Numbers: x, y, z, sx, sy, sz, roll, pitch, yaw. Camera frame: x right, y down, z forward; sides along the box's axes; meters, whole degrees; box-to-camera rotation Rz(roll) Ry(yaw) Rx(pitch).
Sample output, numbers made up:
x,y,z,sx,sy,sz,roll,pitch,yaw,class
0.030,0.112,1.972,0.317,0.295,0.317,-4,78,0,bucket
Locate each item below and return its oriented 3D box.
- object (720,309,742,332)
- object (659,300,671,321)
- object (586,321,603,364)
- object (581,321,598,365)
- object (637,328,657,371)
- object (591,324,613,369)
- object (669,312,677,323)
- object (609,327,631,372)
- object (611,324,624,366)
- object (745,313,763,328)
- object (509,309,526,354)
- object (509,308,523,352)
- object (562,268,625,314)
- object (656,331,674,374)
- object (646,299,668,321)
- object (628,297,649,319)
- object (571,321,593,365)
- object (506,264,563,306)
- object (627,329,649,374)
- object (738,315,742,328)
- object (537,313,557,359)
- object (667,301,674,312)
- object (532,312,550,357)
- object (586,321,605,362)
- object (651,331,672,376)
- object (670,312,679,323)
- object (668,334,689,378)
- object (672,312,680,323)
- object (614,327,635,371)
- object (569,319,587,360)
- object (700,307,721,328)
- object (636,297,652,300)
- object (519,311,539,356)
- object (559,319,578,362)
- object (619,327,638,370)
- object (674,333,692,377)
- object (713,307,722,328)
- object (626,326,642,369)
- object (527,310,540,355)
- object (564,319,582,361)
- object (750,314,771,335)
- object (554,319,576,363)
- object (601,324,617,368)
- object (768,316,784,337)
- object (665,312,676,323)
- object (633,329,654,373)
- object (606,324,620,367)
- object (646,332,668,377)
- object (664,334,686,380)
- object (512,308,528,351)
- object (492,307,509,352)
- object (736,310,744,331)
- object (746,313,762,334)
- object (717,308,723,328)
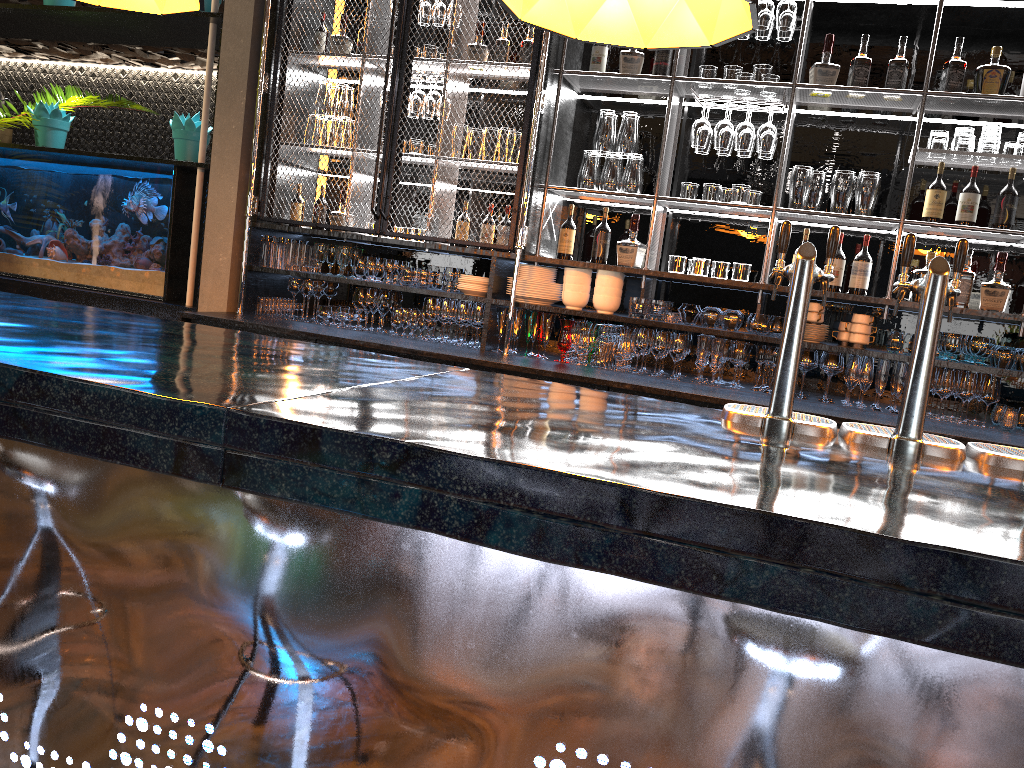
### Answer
x,y,z,sx,sy,sz,roll,pitch,yaw,class
1.047,-0.305,4.247,0.093,0.099,0.093,12,8,36,object
0.752,-0.374,4.512,0.100,0.100,0.089,3,8,-31,object
0.418,-0.216,4.634,0.082,0.213,0.082,13,8,37,object
0.383,-0.210,4.549,0.082,0.213,0.082,7,7,-7,object
0.708,-0.180,4.636,0.084,0.216,0.084,3,8,-34,object
0.450,-0.188,4.438,0.082,0.213,0.082,2,9,-39,object
0.790,-0.330,4.403,0.049,0.048,0.044,2,9,-41,object
0.537,-0.174,4.409,0.082,0.213,0.082,1,9,-43,object
0.535,-0.207,4.691,0.082,0.213,0.082,9,7,16,object
1.224,-0.306,4.464,0.095,0.096,0.095,12,8,33,object
0.021,-0.278,4.651,0.073,0.229,0.073,8,7,6,object
0.007,-0.290,4.734,0.073,0.229,0.073,8,7,6,object
0.407,-0.479,4.513,0.309,0.216,0.149,9,7,15,object
0.794,-0.165,4.603,0.084,0.216,0.084,9,7,16,object
0.715,-0.365,4.396,0.100,0.100,0.089,2,8,-37,object
0.621,-0.374,4.367,0.100,0.100,0.089,10,7,21,object
0.352,-0.205,4.468,0.082,0.213,0.082,1,9,-44,object
0.123,-0.519,4.635,0.306,0.195,0.300,10,7,18,object
0.625,-0.160,4.380,0.084,0.216,0.084,8,7,5,object
1.075,-0.313,4.347,0.093,0.099,0.093,6,7,-12,object
0.178,-0.245,4.546,0.073,0.229,0.073,8,7,6,object
0.787,-0.381,4.606,0.089,0.100,0.100,9,7,11,object
0.151,-0.259,4.631,0.073,0.229,0.073,8,7,6,object
0.440,-0.223,4.717,0.082,0.213,0.082,1,9,-42,object
0.756,-0.155,4.475,0.084,0.216,0.084,9,7,9,object
0.812,-0.332,4.449,0.049,0.048,0.044,8,7,5,object
0.839,-0.142,4.456,0.084,0.216,0.084,3,8,-31,object
0.841,-0.341,4.553,0.044,0.048,0.049,2,8,-36,object
0.571,-0.179,4.494,0.082,0.213,0.082,7,7,-2,object
0.350,-0.238,4.747,0.082,0.213,0.082,7,7,-7,object
0.966,-0.324,4.320,0.093,0.099,0.093,12,8,33,object
0.684,-0.392,4.591,0.100,0.100,0.089,10,7,24,object
0.087,-0.261,4.579,0.073,0.229,0.073,8,7,6,object
0.298,-0.225,4.579,0.082,0.213,0.082,9,7,9,object
0.598,-0.186,4.578,0.082,0.213,0.082,8,7,5,object
0.881,-0.151,4.583,0.084,0.216,0.084,13,9,39,object
0.998,-0.332,4.423,0.093,0.099,0.093,8,7,4,object
0.627,-0.192,4.662,0.082,0.213,0.082,8,7,8,object
0.118,-0.272,4.708,0.073,0.229,0.073,8,7,6,object
0.326,-0.231,4.661,0.082,0.213,0.082,5,7,-23,object
1.177,-0.280,4.197,0.095,0.096,0.095,6,7,-9,object
0.268,-0.219,4.494,0.082,0.213,0.082,1,9,-44,object
0.479,-0.194,4.521,0.082,0.213,0.082,7,7,-4,object
1.266,-0.274,4.245,0.095,0.096,0.095,13,9,41,object
0.774,-0.326,4.349,0.044,0.048,0.049,3,8,-30,object
0.671,-0.169,4.505,0.084,0.216,0.084,11,8,29,object
0.506,-0.201,4.607,0.082,0.213,0.082,2,9,-41,object
0.713,-0.145,4.351,0.084,0.216,0.084,12,8,32,object
0.799,-0.131,4.325,0.084,0.216,0.084,3,8,-30,object
0.036,-0.298,4.838,0.073,0.229,0.073,8,7,6,object
-0.057,-0.282,4.602,0.073,0.229,0.073,8,7,6,object
1.110,-0.320,4.442,0.093,0.099,0.093,8,7,4,object
1.184,-0.292,4.303,0.095,0.096,0.095,10,7,17,object
1.029,-0.340,4.523,0.093,0.099,0.093,10,7,18,object
